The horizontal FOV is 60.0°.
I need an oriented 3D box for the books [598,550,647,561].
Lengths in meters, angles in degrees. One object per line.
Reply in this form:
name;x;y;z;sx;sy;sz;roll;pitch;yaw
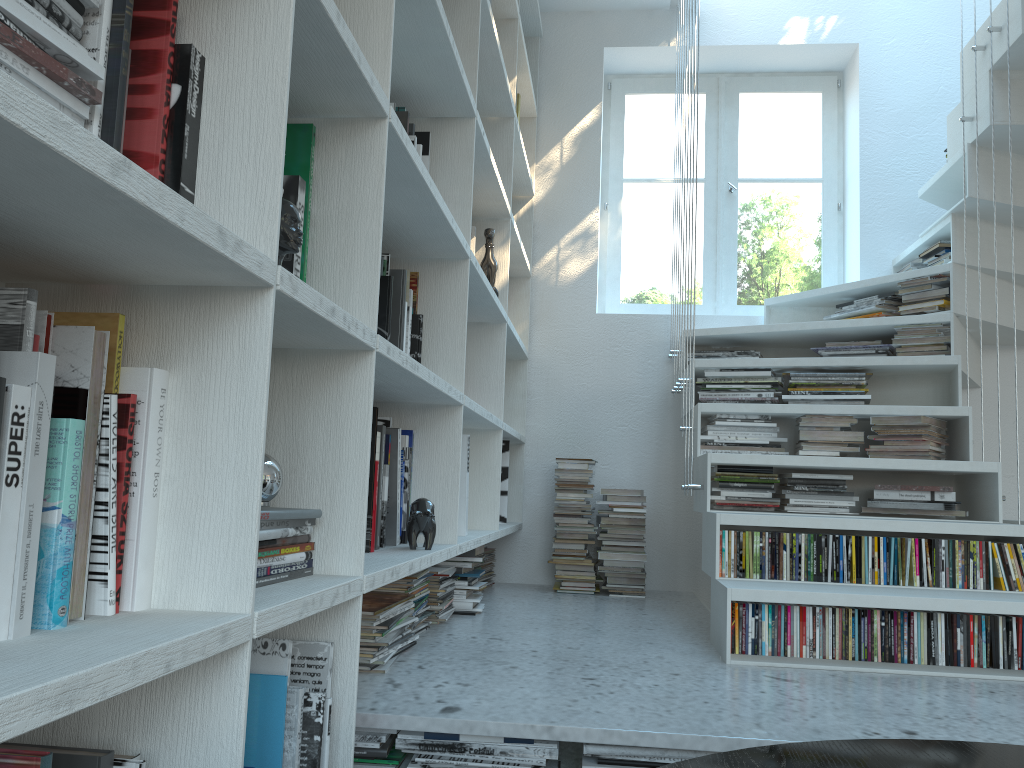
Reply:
books;0.444;0.687;3.572;0.188;0.027;0.254;1;-7;6

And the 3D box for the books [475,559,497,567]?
books;-0.207;0.710;3.540;0.205;0.007;0.368;0;-7;14

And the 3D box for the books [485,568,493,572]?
books;-0.203;0.740;3.535;0.207;0.008;0.328;1;-7;10

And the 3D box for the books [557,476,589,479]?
books;0.249;0.386;3.641;0.121;0.011;0.215;2;-7;1

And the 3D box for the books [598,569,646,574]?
books;0.441;0.747;3.566;0.184;0.006;0.262;1;-7;7

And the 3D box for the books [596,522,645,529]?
books;0.439;0.573;3.595;0.183;0.012;0.206;2;-7;2

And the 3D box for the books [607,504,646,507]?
books;0.463;0.493;3.601;0.146;0.006;0.296;2;-7;4

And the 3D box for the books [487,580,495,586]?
books;-0.202;0.794;3.528;0.207;0.008;0.328;1;-7;11

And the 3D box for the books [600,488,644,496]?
books;0.451;0.440;3.608;0.161;0.026;0.268;1;-7;11

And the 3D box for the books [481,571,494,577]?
books;-0.209;0.755;3.534;0.207;0.008;0.328;0;-7;14

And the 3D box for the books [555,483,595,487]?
books;0.258;0.415;3.636;0.160;0.008;0.193;1;-7;6

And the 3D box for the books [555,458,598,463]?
books;0.268;0.315;3.647;0.152;0.006;0.231;1;-7;11

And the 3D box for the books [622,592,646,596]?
books;0.484;0.830;3.552;0.091;0.011;0.190;2;-7;4

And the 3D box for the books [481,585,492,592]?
books;-0.208;0.809;3.528;0.205;0.007;0.368;1;-7;9

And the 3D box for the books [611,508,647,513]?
books;0.471;0.510;3.598;0.128;0.013;0.296;2;-7;4

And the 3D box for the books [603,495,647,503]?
books;0.455;0.466;3.605;0.157;0.025;0.234;2;-7;2

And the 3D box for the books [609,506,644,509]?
books;0.466;0.500;3.600;0.131;0.007;0.250;1;-7;10

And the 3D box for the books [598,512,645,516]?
books;0.445;0.525;3.599;0.184;0.008;0.251;1;-7;7

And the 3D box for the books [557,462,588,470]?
books;0.249;0.341;3.646;0.123;0.025;0.232;2;-7;3

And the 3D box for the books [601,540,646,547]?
books;0.448;0.637;3.587;0.171;0.017;0.286;2;-7;6

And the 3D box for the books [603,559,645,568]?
books;0.453;0.715;3.568;0.163;0.028;0.204;1;-7;8

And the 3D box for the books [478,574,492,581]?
books;-0.206;0.763;3.533;0.207;0.008;0.328;1;-7;9

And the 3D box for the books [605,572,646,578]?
books;0.454;0.758;3.563;0.163;0.017;0.233;1;-7;6

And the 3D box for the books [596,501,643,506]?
books;0.443;0.484;3.604;0.177;0.012;0.279;1;-7;10

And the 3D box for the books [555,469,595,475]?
books;0.260;0.360;3.642;0.155;0.014;0.235;1;-7;7

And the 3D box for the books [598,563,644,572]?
books;0.442;0.736;3.567;0.169;0.015;0.233;1;-7;11

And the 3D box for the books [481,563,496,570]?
books;-0.205;0.726;3.537;0.207;0.008;0.328;1;-7;13

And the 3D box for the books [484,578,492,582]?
books;-0.207;0.786;3.530;0.207;0.008;0.328;1;-7;9

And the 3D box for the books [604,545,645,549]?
books;0.453;0.650;3.585;0.159;0.009;0.210;1;-7;7

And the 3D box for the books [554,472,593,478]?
books;0.255;0.374;3.641;0.150;0.014;0.206;1;-7;6

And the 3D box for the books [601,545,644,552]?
books;0.448;0.662;3.584;0.168;0.014;0.212;1;-7;7

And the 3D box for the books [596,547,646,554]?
books;0.435;0.672;3.584;0.189;0.006;0.250;2;-7;4

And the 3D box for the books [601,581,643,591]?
books;0.446;0.809;3.558;0.160;0.012;0.225;1;-7;10

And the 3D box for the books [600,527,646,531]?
books;0.443;0.583;3.593;0.173;0.006;0.252;2;-7;3

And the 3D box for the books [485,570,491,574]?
books;-0.209;0.748;3.535;0.205;0.007;0.368;1;-7;8

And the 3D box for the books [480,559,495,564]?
books;-0.201;0.703;3.539;0.207;0.008;0.328;1;-7;12

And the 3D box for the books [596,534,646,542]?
books;0.438;0.622;3.589;0.189;0.013;0.215;2;-7;4

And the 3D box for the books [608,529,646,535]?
books;0.462;0.594;3.590;0.149;0.016;0.240;1;-7;6

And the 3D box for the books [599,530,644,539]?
books;0.445;0.609;3.590;0.173;0.014;0.290;1;-7;8

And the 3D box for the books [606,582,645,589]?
books;0.455;0.799;3.558;0.152;0.009;0.259;1;-7;7

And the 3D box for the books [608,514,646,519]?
books;0.464;0.534;3.596;0.145;0.010;0.247;2;-7;5

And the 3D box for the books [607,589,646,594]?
books;0.453;0.819;3.556;0.147;0.008;0.244;2;-7;3

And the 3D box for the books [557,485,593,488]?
books;0.256;0.422;3.636;0.137;0.006;0.233;2;-7;1

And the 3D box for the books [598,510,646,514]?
books;0.445;0.518;3.600;0.189;0.006;0.250;1;-7;6

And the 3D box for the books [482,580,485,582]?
books;-0.215;0.778;3.533;0.207;0.008;0.328;1;-7;6

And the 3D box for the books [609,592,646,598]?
books;0.461;0.844;3.553;0.142;0.020;0.231;1;-7;6

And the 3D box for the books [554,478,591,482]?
books;0.251;0.396;3.639;0.144;0.009;0.227;1;-7;6

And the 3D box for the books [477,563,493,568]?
books;-0.205;0.718;3.538;0.207;0.008;0.328;1;-7;9

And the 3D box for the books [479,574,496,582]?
books;-0.204;0.770;3.532;0.205;0.007;0.368;1;-7;12

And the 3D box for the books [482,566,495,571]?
books;-0.202;0.733;3.536;0.205;0.007;0.368;1;-7;10

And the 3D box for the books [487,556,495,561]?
books;-0.198;0.695;3.540;0.207;0.008;0.328;1;-7;11

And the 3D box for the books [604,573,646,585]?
books;0.452;0.781;3.561;0.152;0.029;0.180;2;-7;2

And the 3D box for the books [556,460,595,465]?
books;0.263;0.323;3.646;0.159;0.011;0.229;2;-7;5

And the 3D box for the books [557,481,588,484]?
books;0.247;0.405;3.639;0.131;0.011;0.183;2;-7;4

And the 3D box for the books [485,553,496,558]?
books;-0.200;0.688;3.541;0.205;0.007;0.368;1;-7;10

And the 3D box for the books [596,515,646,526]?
books;0.440;0.553;3.597;0.178;0.029;0.229;2;-7;1
